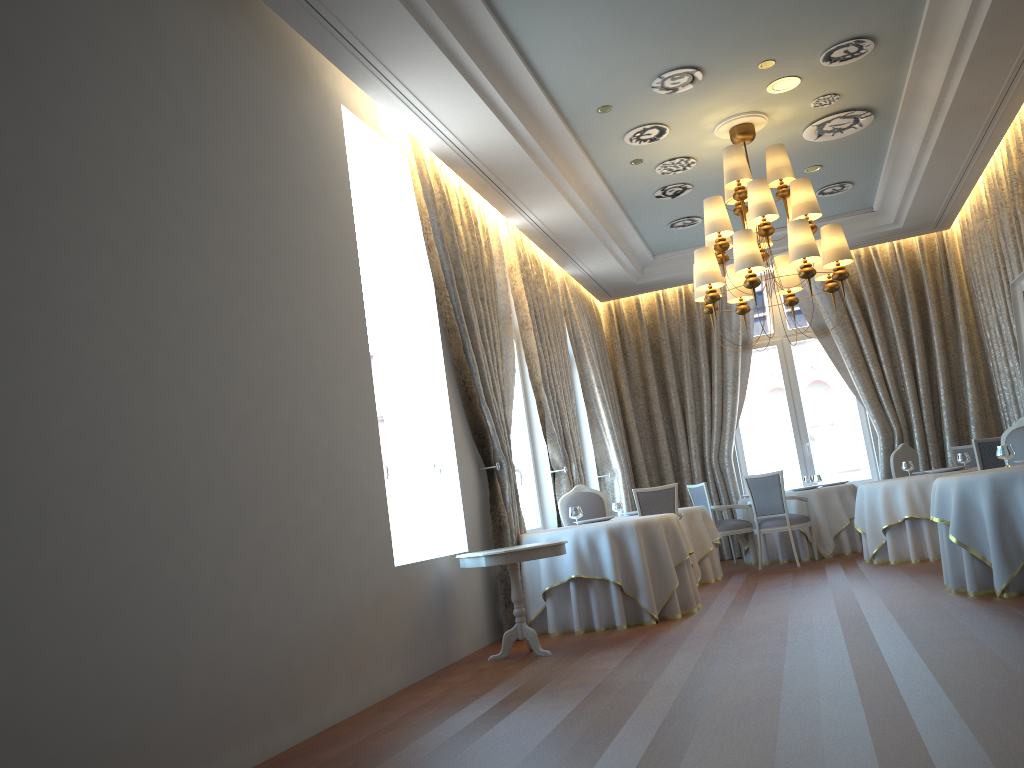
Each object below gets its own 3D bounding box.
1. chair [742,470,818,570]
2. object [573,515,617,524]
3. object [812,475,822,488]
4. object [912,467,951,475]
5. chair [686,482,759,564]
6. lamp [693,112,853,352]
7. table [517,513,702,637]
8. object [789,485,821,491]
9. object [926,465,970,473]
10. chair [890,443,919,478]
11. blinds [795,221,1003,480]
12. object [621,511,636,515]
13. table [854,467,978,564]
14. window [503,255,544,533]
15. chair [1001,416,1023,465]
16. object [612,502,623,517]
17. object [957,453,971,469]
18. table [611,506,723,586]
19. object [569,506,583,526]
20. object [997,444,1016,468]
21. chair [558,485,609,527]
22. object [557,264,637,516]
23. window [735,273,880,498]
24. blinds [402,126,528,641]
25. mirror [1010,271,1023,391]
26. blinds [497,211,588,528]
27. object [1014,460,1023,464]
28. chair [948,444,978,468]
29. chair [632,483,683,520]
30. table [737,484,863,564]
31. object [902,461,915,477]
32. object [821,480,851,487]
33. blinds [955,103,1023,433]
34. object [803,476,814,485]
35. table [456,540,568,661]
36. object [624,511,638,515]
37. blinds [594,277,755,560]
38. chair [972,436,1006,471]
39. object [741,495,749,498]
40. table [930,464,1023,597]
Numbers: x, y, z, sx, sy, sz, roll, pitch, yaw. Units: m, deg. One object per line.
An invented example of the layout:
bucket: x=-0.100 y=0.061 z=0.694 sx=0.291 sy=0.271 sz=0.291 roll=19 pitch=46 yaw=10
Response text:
chair: x=3.160 y=1.598 z=10.543 sx=0.650 sy=1.108 sz=0.629 roll=-13 pitch=-10 yaw=32
object: x=0.784 y=1.279 z=8.316 sx=0.419 sy=0.036 sz=0.419 roll=-10 pitch=-9 yaw=15
object: x=4.079 y=1.298 z=11.843 sx=0.128 sy=0.165 sz=0.128 roll=-11 pitch=-9 yaw=17
object: x=4.683 y=0.973 z=9.885 sx=0.419 sy=0.036 sz=0.419 roll=-10 pitch=-9 yaw=15
chair: x=2.720 y=1.800 z=11.441 sx=0.629 sy=1.108 sz=0.650 roll=-5 pitch=-9 yaw=-18
lamp: x=2.299 y=-1.416 z=8.190 sx=1.373 sy=2.121 sz=1.373 roll=-2 pitch=-11 yaw=-35
table: x=0.787 y=1.677 z=7.838 sx=1.663 sy=0.890 sz=1.667 roll=-9 pitch=-9 yaw=6
object: x=3.697 y=1.313 z=11.174 sx=0.419 sy=0.036 sz=0.419 roll=-10 pitch=-9 yaw=15
object: x=4.467 y=0.881 z=9.099 sx=0.419 sy=0.036 sz=0.419 roll=-10 pitch=-9 yaw=15
chair: x=4.625 y=1.379 z=10.834 sx=0.563 sy=1.233 sz=0.690 roll=-2 pitch=-10 yaw=-33
blinds: x=5.286 y=-0.301 z=12.253 sx=2.476 sy=4.901 sz=0.386 roll=-11 pitch=-9 yaw=17
object: x=1.544 y=1.569 z=10.866 sx=0.419 sy=0.036 sz=0.419 roll=-10 pitch=-9 yaw=15
table: x=4.537 y=1.395 z=9.423 sx=1.663 sy=0.890 sz=1.667 roll=-13 pitch=-10 yaw=30
window: x=-0.116 y=-0.044 z=9.243 sx=0.259 sy=3.306 sz=1.882 roll=-11 pitch=-9 yaw=16
chair: x=4.156 y=0.897 z=7.324 sx=0.690 sy=1.233 sz=0.563 roll=-4 pitch=-10 yaw=-23
object: x=1.277 y=1.516 z=10.705 sx=0.128 sy=0.165 sz=0.128 roll=-11 pitch=-9 yaw=17
object: x=4.738 y=0.807 z=9.291 sx=0.128 sy=0.165 sz=0.128 roll=-11 pitch=-9 yaw=17
table: x=1.604 y=1.952 z=10.333 sx=1.667 sy=0.890 sz=1.663 roll=-10 pitch=-9 yaw=11
object: x=0.584 y=1.201 z=8.059 sx=0.128 sy=0.165 sz=0.128 roll=-8 pitch=-9 yaw=-1
object: x=3.784 y=0.551 z=6.788 sx=0.128 sy=0.165 sz=0.128 roll=0 pitch=-12 yaw=-42
chair: x=0.816 y=1.583 z=8.696 sx=0.563 sy=1.233 sz=0.690 roll=-7 pitch=-9 yaw=-8
object: x=1.281 y=0.331 z=12.379 sx=0.386 sy=4.901 sz=2.121 roll=-11 pitch=-9 yaw=17
window: x=4.096 y=-0.044 z=13.049 sx=1.881 sy=3.306 sz=0.196 roll=-11 pitch=-9 yaw=17
blinds: x=-0.233 y=-0.185 z=8.014 sx=0.315 sy=4.930 sz=2.204 roll=-11 pitch=-9 yaw=17
mirror: x=4.861 y=0.124 z=7.768 sx=0.385 sy=2.564 sz=2.251 roll=-11 pitch=-9 yaw=17
blinds: x=0.544 y=0.068 z=10.334 sx=0.335 sy=4.969 sz=2.257 roll=-11 pitch=-9 yaw=17
object: x=4.119 y=0.579 z=6.854 sx=0.419 sy=0.036 sz=0.419 roll=-10 pitch=-9 yaw=15
chair: x=5.433 y=1.256 z=10.405 sx=0.650 sy=1.108 sz=0.629 roll=-15 pitch=-11 yaw=36
chair: x=1.502 y=1.634 z=9.274 sx=0.650 sy=1.108 sz=0.629 roll=-7 pitch=-9 yaw=-8
table: x=3.786 y=1.833 z=11.550 sx=1.667 sy=0.890 sz=1.663 roll=-14 pitch=-11 yaw=35
object: x=4.382 y=0.937 z=9.803 sx=0.128 sy=0.165 sz=0.128 roll=-11 pitch=-9 yaw=17
object: x=4.182 y=1.299 z=11.523 sx=0.419 sy=0.036 sz=0.419 roll=-10 pitch=-9 yaw=15
blinds: x=5.687 y=-0.739 z=9.923 sx=0.238 sy=4.819 sz=4.439 roll=-11 pitch=-9 yaw=17
object: x=3.836 y=1.275 z=11.474 sx=0.128 sy=0.165 sz=0.128 roll=-11 pitch=-9 yaw=17
table: x=0.051 y=1.595 z=6.440 sx=0.761 sy=0.801 sz=0.760 roll=-2 pitch=-11 yaw=-33
object: x=1.457 y=1.438 z=9.947 sx=0.419 sy=0.036 sz=0.419 roll=-10 pitch=-9 yaw=15
blinds: x=2.579 y=0.210 z=13.080 sx=2.535 sy=4.901 sz=0.386 roll=-11 pitch=-9 yaw=17
chair: x=4.507 y=1.081 z=8.446 sx=0.650 sy=1.108 sz=0.629 roll=-6 pitch=-9 yaw=-13
object: x=3.212 y=1.452 z=11.624 sx=0.419 sy=0.036 sz=0.419 roll=-10 pitch=-9 yaw=15
table: x=3.952 y=1.008 z=6.414 sx=1.663 sy=0.890 sz=1.667 roll=-9 pitch=-9 yaw=6
